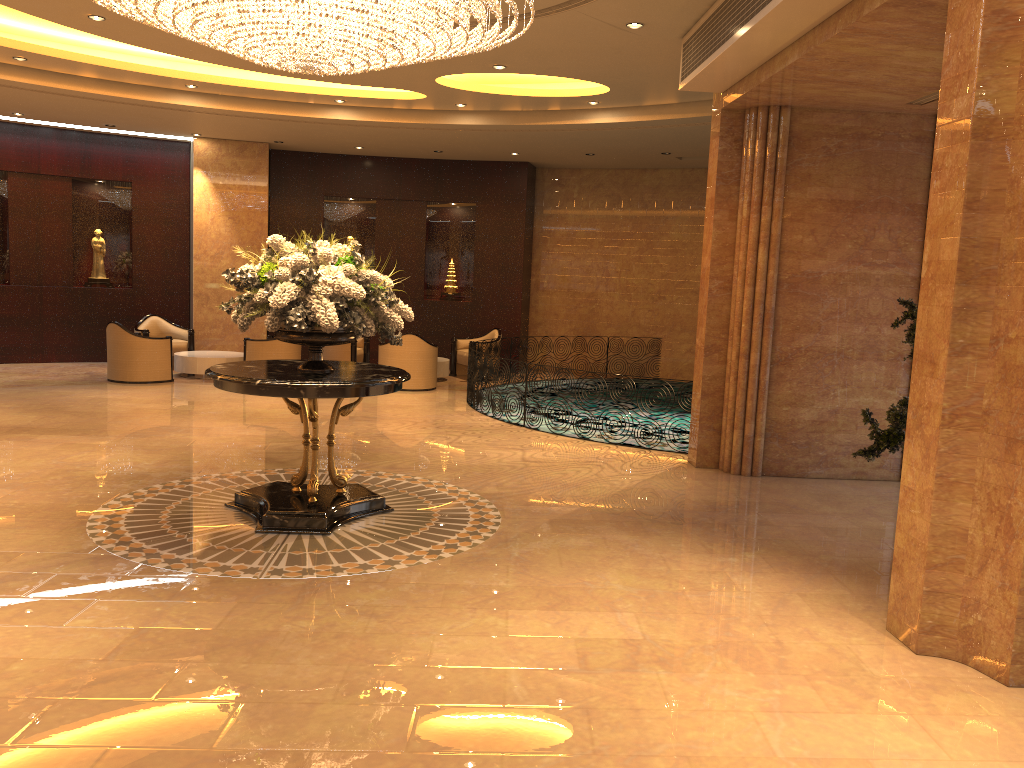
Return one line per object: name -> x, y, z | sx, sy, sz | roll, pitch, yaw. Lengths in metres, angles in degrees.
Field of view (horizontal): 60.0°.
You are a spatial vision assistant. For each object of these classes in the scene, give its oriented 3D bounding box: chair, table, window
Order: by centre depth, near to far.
table -> -1.527, 0.430, 6.677 | 1.493, 1.089, 1.493 | 1, 7, -10
window -> 4.045, -0.559, 6.855 | 0.047, 3.571, 3.515 | 2, 7, -3
chair -> -5.756, -0.505, 13.552 | 0.951, 0.916, 0.769 | 7, 8, 32
chair -> -1.646, -0.383, 14.077 | 0.951, 0.916, 0.769 | 2, 7, -8
chair -> -3.792, -0.505, 14.279 | 0.769, 0.916, 0.951 | 4, 7, 12
table -> -4.937, -0.317, 14.630 | 1.196, 0.354, 1.196 | 6, 8, 23
chair -> -2.896, -0.573, 15.175 | 0.769, 0.916, 0.951 | 3, 7, 7
chair -> -6.001, -0.716, 15.196 | 0.951, 0.916, 0.769 | -4, 9, -43
table -> -1.693, -0.268, 15.439 | 1.196, 0.354, 1.196 | 6, 8, 24
chair -> -0.603, -0.555, 15.885 | 0.769, 0.916, 0.951 | -1, 8, -28

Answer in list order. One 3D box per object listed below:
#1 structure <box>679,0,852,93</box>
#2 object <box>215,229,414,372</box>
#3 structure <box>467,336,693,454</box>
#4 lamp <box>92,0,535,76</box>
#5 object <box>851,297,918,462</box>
structure -> 1.930, -2.801, 6.477 | 0.425, 0.483, 4.113 | 2, 7, -3
object -> -1.459, -0.600, 6.523 | 1.277, 0.999, 1.318 | 6, 8, 27
structure -> 1.280, -0.065, 13.764 | 3.815, 0.995, 7.624 | 4, 7, 15
lamp -> -1.435, -2.833, 6.276 | 3.206, 1.196, 3.204 | 7, 8, 33
object -> 3.030, 0.089, 5.930 | 1.250, 2.363, 0.843 | 0, 7, -22
